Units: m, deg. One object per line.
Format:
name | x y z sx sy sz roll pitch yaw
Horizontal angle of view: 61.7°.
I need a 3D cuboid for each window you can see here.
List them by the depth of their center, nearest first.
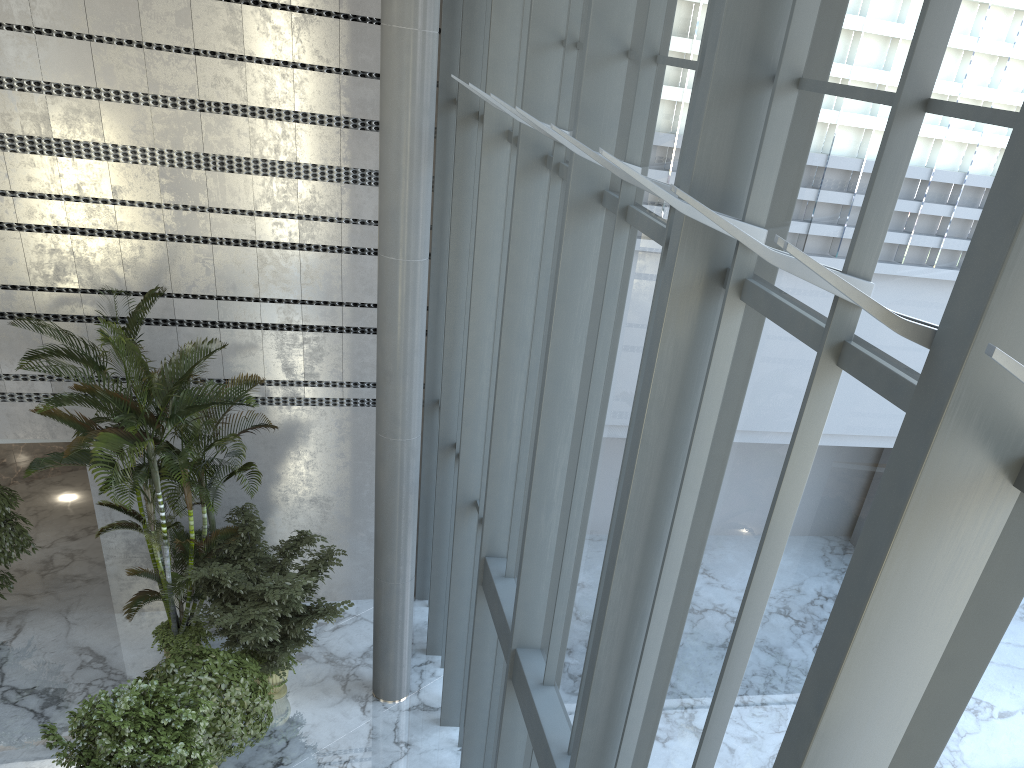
window | -7.109 -0.186 4.108 18.623 11.370 12.024 6 26 -4

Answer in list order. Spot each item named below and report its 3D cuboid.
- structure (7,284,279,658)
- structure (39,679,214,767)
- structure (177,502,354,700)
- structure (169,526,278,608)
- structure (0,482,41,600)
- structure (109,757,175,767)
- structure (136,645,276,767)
structure | -3.927 1.380 9.505 2.460 5.227 2.217 1 29 -9
structure | -3.590 3.625 8.156 1.358 2.210 1.118 11 29 7
structure | -2.911 2.730 10.090 1.854 2.580 1.656 -9 32 -28
structure | -3.773 2.586 11.231 1.335 1.738 1.051 19 30 21
structure | -6.811 2.161 10.447 1.979 2.223 1.481 13 28 11
structure | -3.231 4.139 7.147 1.597 2.130 1.838 14 27 14
structure | -3.315 3.526 9.022 1.322 1.813 1.537 29 34 36
